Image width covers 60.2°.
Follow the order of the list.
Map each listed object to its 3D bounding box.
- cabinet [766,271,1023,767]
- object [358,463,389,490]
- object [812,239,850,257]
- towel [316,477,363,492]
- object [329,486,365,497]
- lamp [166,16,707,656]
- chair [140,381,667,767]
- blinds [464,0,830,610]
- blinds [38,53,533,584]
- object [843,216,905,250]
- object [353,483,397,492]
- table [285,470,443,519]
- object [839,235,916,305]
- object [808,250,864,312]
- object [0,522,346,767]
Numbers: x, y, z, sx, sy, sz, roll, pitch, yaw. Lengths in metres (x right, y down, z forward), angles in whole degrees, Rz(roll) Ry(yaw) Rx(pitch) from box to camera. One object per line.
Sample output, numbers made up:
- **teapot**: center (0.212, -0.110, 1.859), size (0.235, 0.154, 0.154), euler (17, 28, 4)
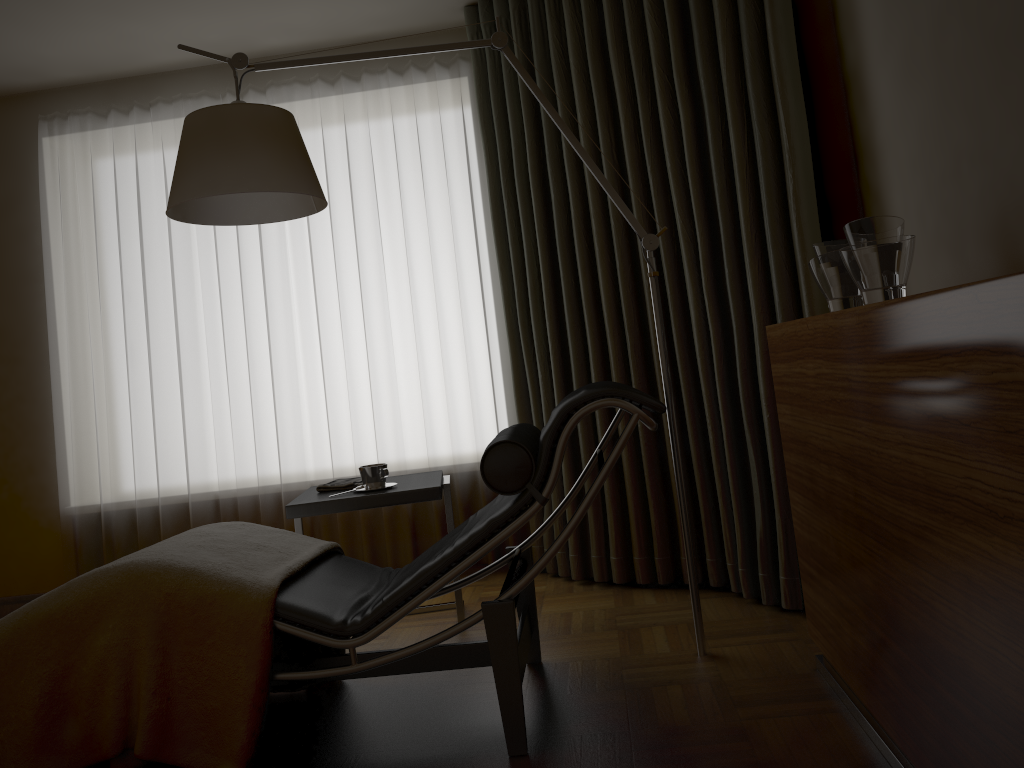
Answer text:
- **cabinet**: center (0.861, 0.270, 1.475), size (0.415, 0.866, 1.670), euler (-7, 0, 5)
- **object**: center (-0.459, 0.314, 2.980), size (0.110, 0.079, 0.097), euler (-7, -1, 6)
- **object**: center (0.809, -0.285, 2.163), size (0.123, 0.151, 0.121), euler (-6, -2, -13)
- **towel**: center (-0.587, 0.358, 3.176), size (0.178, 0.035, 0.240), euler (-7, 1, 9)
- **object**: center (-0.547, 0.354, 2.923), size (0.124, 0.020, 0.029), euler (-7, -1, -26)
- **lamp**: center (-0.236, -0.092, 2.461), size (1.412, 1.979, 0.449), euler (-7, -4, 8)
- **chair**: center (-0.458, 0.482, 2.361), size (1.786, 0.803, 0.633), euler (-7, -2, 4)
- **blinds**: center (0.445, -0.489, 3.319), size (0.225, 2.467, 1.520), euler (-3, -5, -40)
- **blinds**: center (-1.070, -0.255, 4.002), size (2.193, 2.305, 0.092), euler (-7, -4, 4)
- **object**: center (0.786, -0.279, 1.896), size (0.122, 0.151, 0.122), euler (-6, -2, -16)
- **object**: center (-0.461, 0.350, 2.978), size (0.149, 0.009, 0.150), euler (-7, 1, 10)
- **table**: center (-0.492, 0.380, 3.090), size (0.499, 0.045, 0.515), euler (-7, 1, -4)
- **object**: center (0.790, -0.241, 1.893), size (0.156, 0.155, 0.155), euler (-7, -2, -5)
- **object**: center (0.813, -0.247, 2.160), size (0.156, 0.155, 0.154), euler (-5, -2, -39)
- **object**: center (-0.962, 0.691, 2.406), size (0.907, 0.523, 0.915), euler (-7, -1, 5)
